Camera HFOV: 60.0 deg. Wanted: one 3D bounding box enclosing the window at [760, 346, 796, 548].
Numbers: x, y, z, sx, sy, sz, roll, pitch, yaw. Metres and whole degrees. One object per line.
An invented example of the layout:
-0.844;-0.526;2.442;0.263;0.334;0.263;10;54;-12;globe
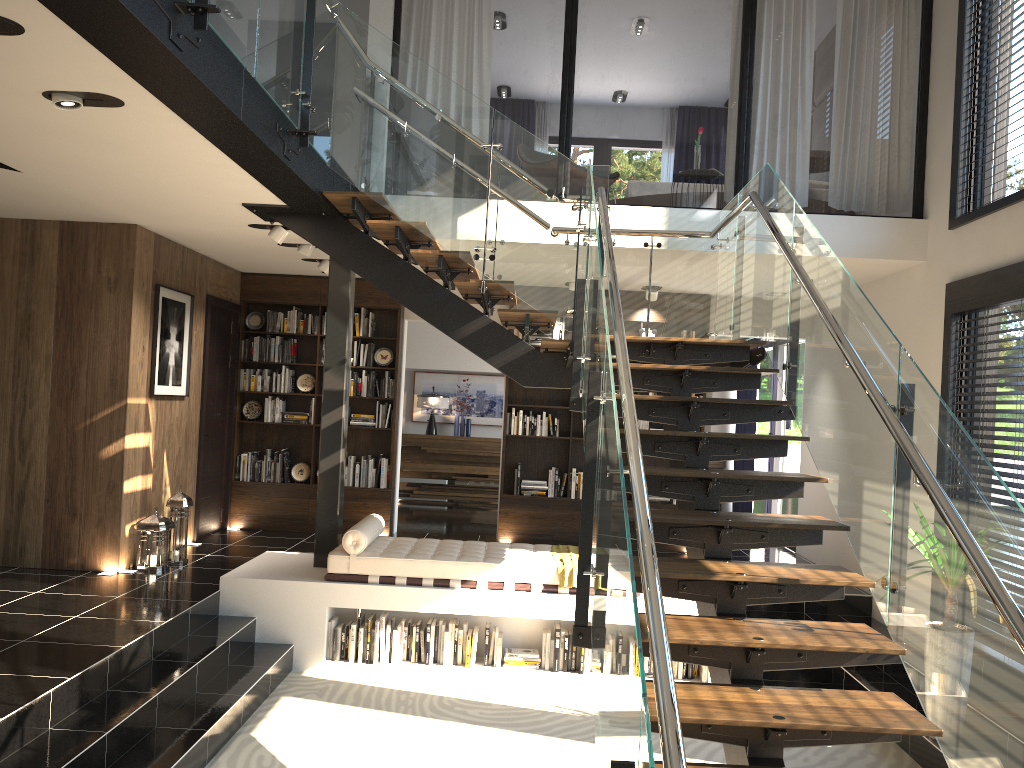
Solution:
3.292;0.642;11.094;0.184;2.475;2.981;3;-1;1;window

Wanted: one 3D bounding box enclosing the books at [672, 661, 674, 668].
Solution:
1.161;2.011;6.505;0.021;0.248;0.198;3;-1;1;books

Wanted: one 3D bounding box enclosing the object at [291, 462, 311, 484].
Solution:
-2.234;0.940;9.379;0.212;0.222;0.082;3;-1;1;object

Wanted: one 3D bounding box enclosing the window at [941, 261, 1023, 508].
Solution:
3.200;0.511;5.623;0.358;2.475;1.393;3;-1;1;window

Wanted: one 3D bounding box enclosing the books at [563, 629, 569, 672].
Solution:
0.394;1.963;6.536;0.029;0.268;0.173;3;-1;1;books

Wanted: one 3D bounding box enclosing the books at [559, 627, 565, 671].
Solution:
0.366;1.954;6.563;0.030;0.284;0.176;3;-1;1;books

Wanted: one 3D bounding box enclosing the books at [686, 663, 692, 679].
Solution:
1.297;2.005;6.513;0.030;0.273;0.185;3;-1;1;books

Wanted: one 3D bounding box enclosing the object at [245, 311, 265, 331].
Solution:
-2.725;-0.663;9.402;0.212;0.222;0.082;3;-1;1;object

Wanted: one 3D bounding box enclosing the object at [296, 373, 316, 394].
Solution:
-2.186;-0.004;9.408;0.212;0.222;0.082;3;-1;1;object

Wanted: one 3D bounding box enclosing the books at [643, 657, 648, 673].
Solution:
0.976;1.959;6.516;0.028;0.334;0.205;3;-1;1;books

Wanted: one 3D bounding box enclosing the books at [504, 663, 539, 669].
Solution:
0.069;2.070;6.565;0.257;0.024;0.167;3;-1;1;books

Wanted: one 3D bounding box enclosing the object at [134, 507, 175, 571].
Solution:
-2.854;1.226;7.075;0.262;0.483;0.262;3;-1;1;object

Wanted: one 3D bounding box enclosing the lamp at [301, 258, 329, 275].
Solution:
-1.784;-1.151;8.242;0.346;0.262;0.195;3;-1;1;lamp

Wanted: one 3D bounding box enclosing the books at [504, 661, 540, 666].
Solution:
0.070;2.046;6.566;0.261;0.024;0.167;3;-1;-2;books

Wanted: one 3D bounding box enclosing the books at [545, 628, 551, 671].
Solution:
0.265;1.954;6.544;0.030;0.273;0.168;3;-1;1;books

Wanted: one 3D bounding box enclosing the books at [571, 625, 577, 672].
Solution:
0.456;1.948;6.546;0.035;0.305;0.151;3;-1;1;books

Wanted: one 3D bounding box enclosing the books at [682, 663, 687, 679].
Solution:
1.262;1.976;6.525;0.042;0.328;0.205;3;-1;1;books

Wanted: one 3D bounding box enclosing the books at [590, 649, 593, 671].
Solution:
0.593;1.995;6.563;0.026;0.226;0.132;3;-1;1;books

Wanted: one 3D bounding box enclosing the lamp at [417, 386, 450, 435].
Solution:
-1.145;0.385;12.798;0.470;0.725;0.470;3;-1;-6;lamp

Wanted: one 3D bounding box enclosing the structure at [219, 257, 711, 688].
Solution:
-0.162;0.525;6.955;3.781;3.244;1.149;3;-1;1;structure

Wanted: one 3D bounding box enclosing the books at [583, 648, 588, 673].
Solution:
0.538;1.969;6.537;0.027;0.270;0.188;3;-1;1;books

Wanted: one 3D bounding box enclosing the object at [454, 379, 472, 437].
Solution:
-0.708;0.346;12.897;0.272;0.860;0.270;3;-1;16;object

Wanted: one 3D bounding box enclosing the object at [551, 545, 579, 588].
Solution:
0.532;1.565;6.940;0.466;0.510;1.167;3;-1;1;object

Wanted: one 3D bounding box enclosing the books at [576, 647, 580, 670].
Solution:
0.487;1.967;6.579;0.026;0.270;0.128;3;-1;1;books

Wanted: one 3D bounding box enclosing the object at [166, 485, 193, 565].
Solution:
-2.745;1.157;7.304;0.182;0.642;0.182;3;-1;1;object

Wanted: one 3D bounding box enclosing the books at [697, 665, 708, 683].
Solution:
1.392;2.014;6.492;0.037;0.264;0.272;3;-1;1;books

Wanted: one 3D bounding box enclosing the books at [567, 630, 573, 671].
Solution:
0.423;1.965;6.543;0.029;0.268;0.146;3;-1;1;books

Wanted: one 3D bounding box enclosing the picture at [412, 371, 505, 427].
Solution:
0.312;0.274;13.021;3.543;0.748;0.035;3;-1;1;picture

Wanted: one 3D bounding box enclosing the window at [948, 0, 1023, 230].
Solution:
3.344;-2.343;5.650;0.358;2.475;1.393;3;-1;1;window

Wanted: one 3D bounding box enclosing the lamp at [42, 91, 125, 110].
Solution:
-1.880;-1.299;3.898;0.346;0.177;0.195;3;-1;1;lamp

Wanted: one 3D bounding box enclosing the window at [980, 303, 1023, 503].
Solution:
3.270;0.514;5.614;0.005;2.297;1.221;3;-1;1;window

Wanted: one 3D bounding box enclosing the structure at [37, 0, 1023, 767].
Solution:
-0.155;0.032;3.171;3.447;4.867;7.281;3;-1;1;structure

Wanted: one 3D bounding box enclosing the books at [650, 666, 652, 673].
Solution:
1.023;1.977;6.527;0.021;0.302;0.167;3;-1;1;books

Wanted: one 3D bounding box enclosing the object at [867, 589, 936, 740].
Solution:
2.538;1.389;5.169;0.876;1.338;0.830;3;-1;-10;object

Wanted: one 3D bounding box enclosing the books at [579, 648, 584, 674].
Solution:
0.512;1.959;6.517;0.026;0.287;0.204;3;-1;1;books

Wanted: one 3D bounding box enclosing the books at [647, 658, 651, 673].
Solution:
1.000;1.986;6.524;0.023;0.283;0.175;3;-1;1;books

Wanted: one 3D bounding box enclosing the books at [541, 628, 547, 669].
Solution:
0.238;1.959;6.572;0.026;0.263;0.156;3;-1;1;books

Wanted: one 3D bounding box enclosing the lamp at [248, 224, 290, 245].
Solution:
-1.818;-1.188;6.693;0.346;0.262;0.195;3;-1;1;lamp

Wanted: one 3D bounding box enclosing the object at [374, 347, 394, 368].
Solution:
-1.356;-0.279;9.375;0.212;0.222;0.082;3;-1;1;object

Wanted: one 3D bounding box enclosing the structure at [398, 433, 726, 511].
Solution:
-0.157;1.267;12.830;6.276;0.981;0.886;3;-1;1;structure

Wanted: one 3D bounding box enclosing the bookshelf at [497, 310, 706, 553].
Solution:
0.962;0.372;9.345;2.090;2.682;0.273;3;-1;1;bookshelf

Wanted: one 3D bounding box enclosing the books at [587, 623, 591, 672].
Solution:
0.568;1.943;6.556;0.029;0.326;0.153;3;-1;1;books

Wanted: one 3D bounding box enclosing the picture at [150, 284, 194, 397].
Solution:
-2.900;-0.351;7.596;0.028;0.911;0.748;3;-1;1;picture

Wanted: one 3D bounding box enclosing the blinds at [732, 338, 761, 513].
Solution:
3.138;0.566;11.998;0.161;2.770;1.080;3;-1;0;blinds

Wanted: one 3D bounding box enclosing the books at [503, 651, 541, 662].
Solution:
0.072;2.021;6.571;0.274;0.025;0.156;3;-1;-2;books

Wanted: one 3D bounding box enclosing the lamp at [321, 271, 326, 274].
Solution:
-1.765;-1.175;9.020;0.346;0.177;0.195;3;-1;1;lamp

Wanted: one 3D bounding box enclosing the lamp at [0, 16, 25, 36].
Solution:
-1.897;-1.318;3.122;0.346;0.177;0.195;3;-1;1;lamp

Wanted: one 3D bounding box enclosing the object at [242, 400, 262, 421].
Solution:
-2.758;0.284;9.418;0.212;0.222;0.082;3;-1;1;object

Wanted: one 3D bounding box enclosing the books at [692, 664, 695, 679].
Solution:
1.321;2.016;6.525;0.019;0.255;0.180;3;-1;1;books

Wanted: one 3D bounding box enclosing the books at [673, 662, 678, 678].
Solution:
1.193;1.995;6.531;0.039;0.284;0.200;3;-1;1;books

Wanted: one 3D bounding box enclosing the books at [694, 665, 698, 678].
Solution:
1.354;2.002;6.530;0.043;0.287;0.147;3;-1;2;books

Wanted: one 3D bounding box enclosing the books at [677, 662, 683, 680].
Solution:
1.226;1.996;6.511;0.028;0.285;0.210;3;-1;1;books

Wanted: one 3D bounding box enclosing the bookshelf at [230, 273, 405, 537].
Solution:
-2.059;0.220;9.413;1.703;2.682;0.273;3;-1;1;bookshelf

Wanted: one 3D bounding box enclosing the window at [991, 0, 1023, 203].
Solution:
3.415;-2.340;5.641;0.005;2.297;1.221;3;-1;1;window

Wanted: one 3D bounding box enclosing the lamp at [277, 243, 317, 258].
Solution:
-1.800;-1.185;7.467;0.346;0.231;0.195;3;-1;1;lamp
